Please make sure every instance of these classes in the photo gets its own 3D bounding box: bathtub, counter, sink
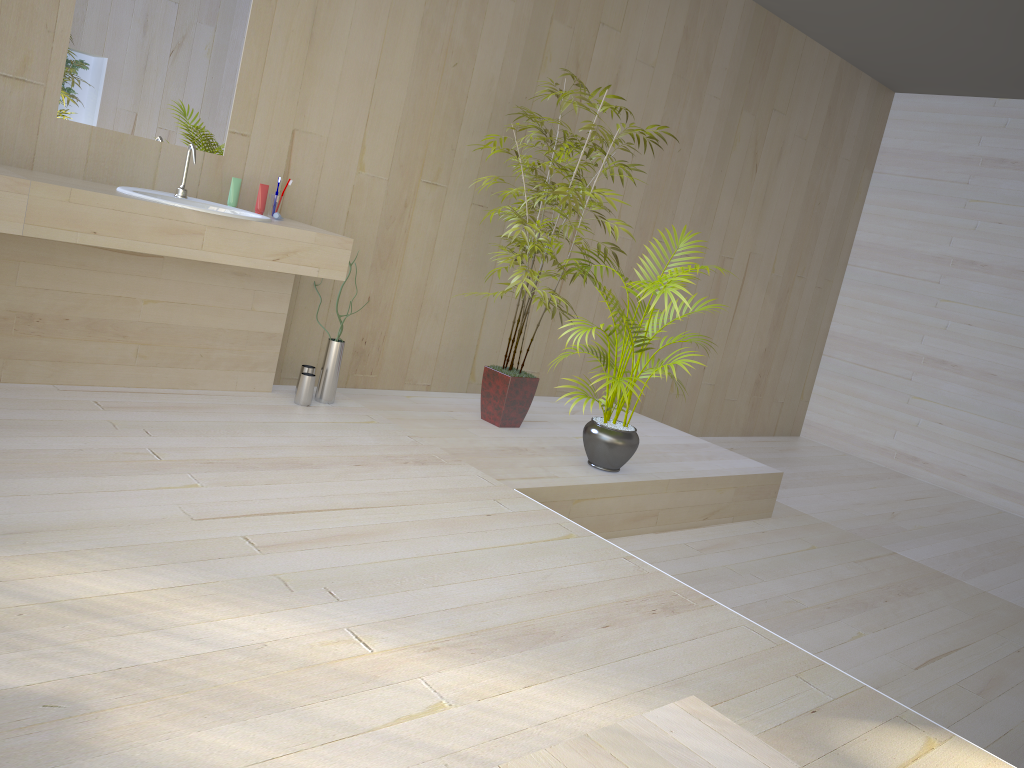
[{"bbox_3d":[0.375,0.941,0.626,1.642,0.693,1.841,4,14,-44],"label":"bathtub"},{"bbox_3d":[-1.347,-0.313,3.434,1.202,0.785,0.556,4,12,-44],"label":"counter"},{"bbox_3d":[-2.209,-0.360,2.596,1.202,0.785,0.556,4,12,-44],"label":"counter"},{"bbox_3d":[-1.198,-0.696,3.375,0.572,0.416,0.509,5,12,-41],"label":"sink"}]

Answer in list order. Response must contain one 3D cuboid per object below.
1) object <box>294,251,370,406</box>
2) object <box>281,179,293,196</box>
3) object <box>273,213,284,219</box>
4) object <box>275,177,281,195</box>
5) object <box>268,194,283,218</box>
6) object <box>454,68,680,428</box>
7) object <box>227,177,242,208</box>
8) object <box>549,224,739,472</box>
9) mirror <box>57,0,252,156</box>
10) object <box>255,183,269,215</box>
[{"bbox_3d":[-0.900,-0.302,4.031,0.410,0.744,0.273,18,9,33],"label":"object"},{"bbox_3d":[-0.987,-0.801,3.819,0.050,0.177,0.012,13,7,-5],"label":"object"},{"bbox_3d":[-0.987,-0.711,3.745,0.032,0.029,0.105,12,10,-5],"label":"object"},{"bbox_3d":[-1.020,-0.810,3.831,0.012,0.174,0.054,11,8,-20],"label":"object"},{"bbox_3d":[-1.025,-0.767,3.821,0.058,0.099,0.059,8,9,-34],"label":"object"},{"bbox_3d":[0.106,-0.657,4.380,0.932,1.744,0.795,10,8,-20],"label":"object"},{"bbox_3d":[-1.163,-0.796,3.706,0.039,0.134,0.039,13,7,-3],"label":"object"},{"bbox_3d":[0.566,-0.167,3.913,0.749,1.149,0.925,12,8,-11],"label":"object"},{"bbox_3d":[-1.355,-1.387,3.444,0.651,0.862,0.023,5,11,-44],"label":"mirror"},{"bbox_3d":[-1.053,-0.773,3.724,0.039,0.134,0.039,13,7,-3],"label":"object"}]
